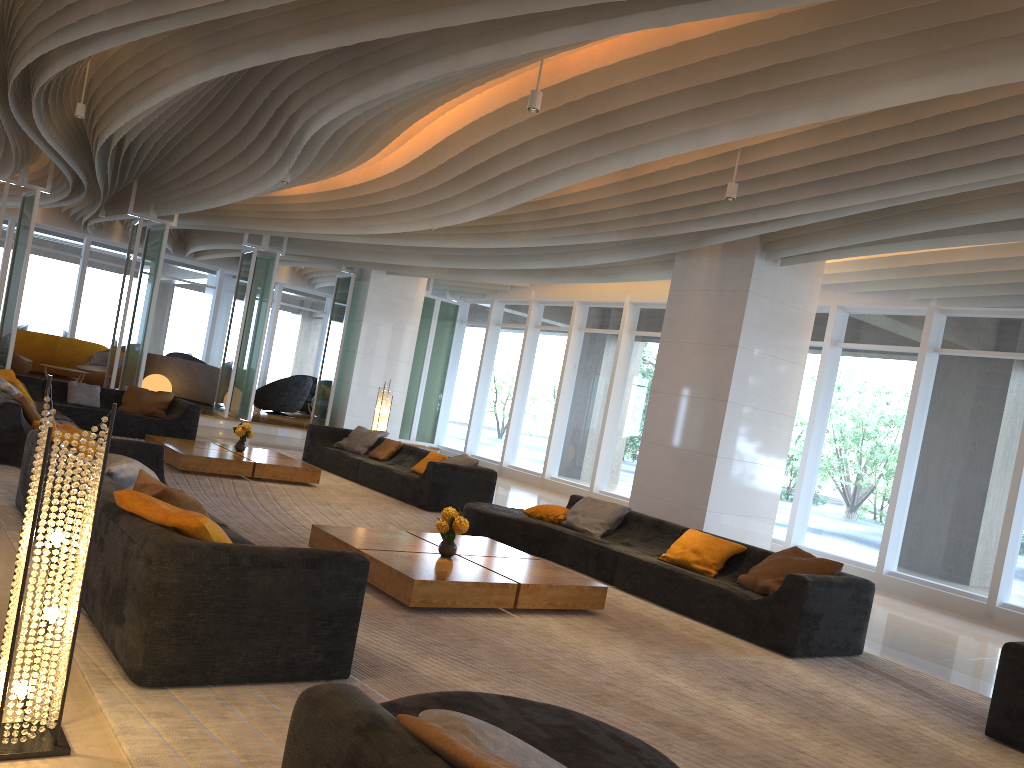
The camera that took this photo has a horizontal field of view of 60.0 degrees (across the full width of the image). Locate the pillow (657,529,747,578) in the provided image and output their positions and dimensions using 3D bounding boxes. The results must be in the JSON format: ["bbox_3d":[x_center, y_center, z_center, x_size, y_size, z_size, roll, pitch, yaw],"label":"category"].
[{"bbox_3d":[1.590,1.465,7.548,0.460,0.394,0.623,11,-1,-37],"label":"pillow"}]

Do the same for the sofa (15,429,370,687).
[{"bbox_3d":[-2.116,0.826,5.198,0.962,0.583,3.695,11,-1,-36],"label":"sofa"}]

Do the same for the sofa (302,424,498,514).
[{"bbox_3d":[-1.625,1.093,11.899,0.962,0.583,3.695,11,-1,-36],"label":"sofa"}]

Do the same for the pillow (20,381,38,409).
[{"bbox_3d":[-5.789,0.110,10.362,0.405,0.319,0.335,10,0,22],"label":"pillow"}]

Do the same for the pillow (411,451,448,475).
[{"bbox_3d":[-1.057,1.018,11.352,0.328,0.312,0.399,11,0,-34],"label":"pillow"}]

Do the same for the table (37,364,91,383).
[{"bbox_3d":[-8.710,-0.146,17.205,1.057,0.318,0.835,10,-1,35],"label":"table"}]

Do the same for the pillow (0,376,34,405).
[{"bbox_3d":[-5.751,0.084,10.194,0.417,0.335,0.329,10,0,19],"label":"pillow"}]

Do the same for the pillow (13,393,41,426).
[{"bbox_3d":[-4.582,0.271,8.459,0.335,0.311,0.415,11,0,-35],"label":"pillow"}]

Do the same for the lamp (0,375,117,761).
[{"bbox_3d":[-1.492,0.582,2.879,0.255,1.199,0.245,10,2,-36],"label":"lamp"}]

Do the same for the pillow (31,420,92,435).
[{"bbox_3d":[-4.233,0.439,8.359,0.411,0.136,0.415,11,-1,-3],"label":"pillow"}]

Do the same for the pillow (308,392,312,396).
[{"bbox_3d":[-5.630,0.122,23.518,0.461,0.455,0.634,11,0,40],"label":"pillow"}]

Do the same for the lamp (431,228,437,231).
[{"bbox_3d":[-0.913,-2.797,11.799,0.088,1.507,0.089,11,1,9],"label":"lamp"}]

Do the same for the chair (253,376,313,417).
[{"bbox_3d":[-5.368,0.221,20.701,1.116,1.006,1.544,10,-1,27],"label":"chair"}]

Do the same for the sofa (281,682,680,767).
[{"bbox_3d":[0.245,1.194,2.226,1.384,0.577,2.204,11,-1,-36],"label":"sofa"}]

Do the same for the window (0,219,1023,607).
[{"bbox_3d":[1.946,0.164,10.928,53.727,3.223,22.441,10,-1,18],"label":"window"}]

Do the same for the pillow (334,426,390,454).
[{"bbox_3d":[-2.217,0.815,12.999,0.626,0.378,0.558,10,-1,32],"label":"pillow"}]

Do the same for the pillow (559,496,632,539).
[{"bbox_3d":[0.783,1.325,8.670,0.471,0.417,0.650,11,-1,-36],"label":"pillow"}]

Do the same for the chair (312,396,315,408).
[{"bbox_3d":[-4.204,0.474,22.042,1.549,1.006,1.112,11,0,-34],"label":"chair"}]

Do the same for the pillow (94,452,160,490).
[{"bbox_3d":[-2.365,0.651,5.467,0.429,0.377,0.574,11,-1,-34],"label":"pillow"}]

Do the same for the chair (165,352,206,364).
[{"bbox_3d":[-7.509,-0.174,20.911,1.112,1.006,1.550,10,-1,37],"label":"chair"}]

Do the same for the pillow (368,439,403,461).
[{"bbox_3d":[-1.755,0.913,12.323,0.329,0.312,0.399,11,0,-38],"label":"pillow"}]

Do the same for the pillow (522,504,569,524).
[{"bbox_3d":[0.391,1.317,9.019,0.443,0.193,0.594,10,-1,19],"label":"pillow"}]

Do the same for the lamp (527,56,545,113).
[{"bbox_3d":[0.291,-2.713,6.381,0.087,1.507,0.090,11,2,27],"label":"lamp"}]

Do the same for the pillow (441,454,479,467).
[{"bbox_3d":[-0.746,1.037,10.954,0.553,0.378,0.631,11,-1,-14],"label":"pillow"}]

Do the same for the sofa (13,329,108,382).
[{"bbox_3d":[-9.832,-0.615,18.650,1.085,0.902,2.619,10,-1,44],"label":"sofa"}]

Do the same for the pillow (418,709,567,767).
[{"bbox_3d":[-0.044,1.019,2.388,0.471,0.247,0.428,11,-1,-1],"label":"pillow"}]

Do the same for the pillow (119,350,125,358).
[{"bbox_3d":[-8.052,-0.484,18.365,0.594,0.422,0.379,10,0,32],"label":"pillow"}]

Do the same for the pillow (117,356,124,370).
[{"bbox_3d":[-7.925,-0.423,17.973,0.473,0.409,0.493,11,0,-34],"label":"pillow"}]

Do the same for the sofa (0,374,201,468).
[{"bbox_3d":[-4.609,0.457,10.322,2.885,0.654,4.978,12,-2,-36],"label":"sofa"}]

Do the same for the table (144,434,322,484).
[{"bbox_3d":[-3.363,0.920,10.608,1.635,0.220,1.566,12,-2,-36],"label":"table"}]

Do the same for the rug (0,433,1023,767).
[{"bbox_3d":[-0.630,1.447,6.784,5.631,0.022,15.868,12,-2,-36],"label":"rug"}]

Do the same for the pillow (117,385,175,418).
[{"bbox_3d":[-5.179,0.250,12.564,0.646,0.378,0.541,11,-1,-15],"label":"pillow"}]

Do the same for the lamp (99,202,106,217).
[{"bbox_3d":[-7.677,-3.930,16.879,0.091,1.507,0.087,10,2,-27],"label":"lamp"}]

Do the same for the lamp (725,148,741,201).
[{"bbox_3d":[2.041,-2.350,7.711,0.087,1.507,0.091,12,2,45],"label":"lamp"}]

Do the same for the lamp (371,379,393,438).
[{"bbox_3d":[-2.100,0.633,14.128,0.255,1.452,0.245,10,2,-36],"label":"lamp"}]

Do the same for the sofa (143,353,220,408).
[{"bbox_3d":[-6.983,-0.073,18.983,2.537,0.902,1.120,10,0,13],"label":"sofa"}]

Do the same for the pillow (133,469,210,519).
[{"bbox_3d":[-1.765,0.703,4.642,0.453,0.410,0.588,11,-1,-34],"label":"pillow"}]

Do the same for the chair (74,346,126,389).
[{"bbox_3d":[-8.232,-0.381,18.166,1.484,1.006,1.161,10,0,41],"label":"chair"}]

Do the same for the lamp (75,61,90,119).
[{"bbox_3d":[-4.351,-3.508,9.184,0.088,1.507,0.089,11,1,9],"label":"lamp"}]

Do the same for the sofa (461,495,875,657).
[{"bbox_3d":[1.041,1.488,7.901,1.381,0.583,4.053,11,-2,-37],"label":"sofa"}]

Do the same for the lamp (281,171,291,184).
[{"bbox_3d":[-2.565,-3.138,10.541,0.088,1.507,0.089,11,1,9],"label":"lamp"}]

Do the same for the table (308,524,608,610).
[{"bbox_3d":[-0.426,1.364,6.525,1.635,0.220,1.566,12,-2,-36],"label":"table"}]

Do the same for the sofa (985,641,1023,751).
[{"bbox_3d":[4.247,1.978,3.683,1.364,0.583,4.101,11,-2,-29],"label":"sofa"}]

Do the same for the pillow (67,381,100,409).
[{"bbox_3d":[-5.821,0.145,12.060,0.416,0.312,0.315,11,0,-34],"label":"pillow"}]

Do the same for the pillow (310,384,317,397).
[{"bbox_3d":[-5.442,0.148,23.884,0.618,0.422,0.364,11,0,-33],"label":"pillow"}]

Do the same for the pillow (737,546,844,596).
[{"bbox_3d":[2.155,1.475,6.921,0.553,0.378,0.631,11,-1,-14],"label":"pillow"}]

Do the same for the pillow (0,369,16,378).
[{"bbox_3d":[-6.596,-0.039,11.458,0.335,0.316,0.415,11,0,26],"label":"pillow"}]

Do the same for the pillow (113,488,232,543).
[{"bbox_3d":[-1.454,0.726,4.088,0.626,0.378,0.558,10,-1,32],"label":"pillow"}]

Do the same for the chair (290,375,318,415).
[{"bbox_3d":[-5.358,0.300,23.667,1.543,1.006,1.117,11,0,-24],"label":"chair"}]

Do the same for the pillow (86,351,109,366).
[{"bbox_3d":[-8.455,-0.541,18.367,0.614,0.455,0.477,10,0,15],"label":"pillow"}]

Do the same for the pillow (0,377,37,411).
[{"bbox_3d":[-5.596,0.113,9.900,0.558,0.377,0.637,11,-1,-41],"label":"pillow"}]

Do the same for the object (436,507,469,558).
[{"bbox_3d":[-0.439,1.053,6.344,0.239,0.377,0.262,10,0,-14],"label":"object"}]

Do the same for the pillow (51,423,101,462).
[{"bbox_3d":[-2.925,0.504,6.133,0.553,0.378,0.631,11,-1,-14],"label":"pillow"}]

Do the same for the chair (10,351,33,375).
[{"bbox_3d":[-9.522,-0.667,16.471,1.157,1.006,1.489,11,-1,-28],"label":"chair"}]

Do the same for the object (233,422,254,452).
[{"bbox_3d":[-3.281,0.637,10.803,0.237,0.377,0.264,11,0,-4],"label":"object"}]

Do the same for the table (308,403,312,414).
[{"bbox_3d":[-4.777,0.738,22.888,1.101,0.318,0.802,11,-1,-30],"label":"table"}]

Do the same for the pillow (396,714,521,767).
[{"bbox_3d":[0.016,0.982,2.008,0.405,0.392,0.592,11,-1,-34],"label":"pillow"}]
